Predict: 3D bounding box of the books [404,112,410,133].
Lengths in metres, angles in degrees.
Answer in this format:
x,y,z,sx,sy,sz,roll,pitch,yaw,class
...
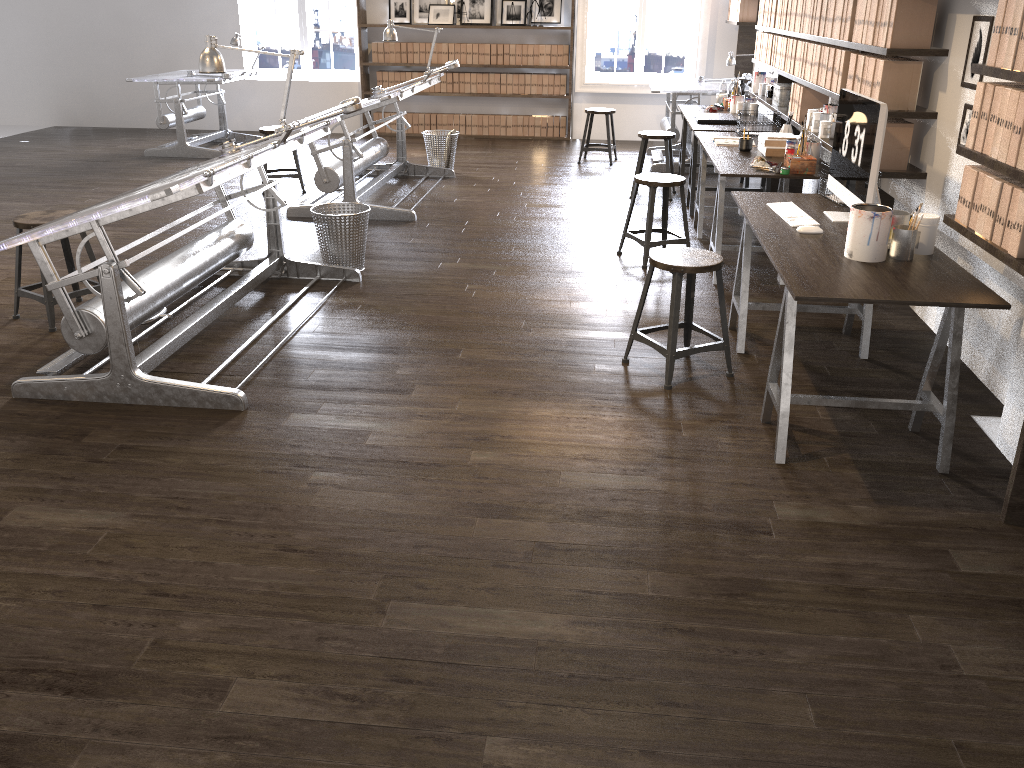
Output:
x,y,z,sx,sy,sz,roll,pitch,yaw,class
-1.279,-3.147,10.666,0.067,0.222,0.177,3,22,6,books

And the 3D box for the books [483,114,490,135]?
x,y,z,sx,sy,sz,roll,pitch,yaw,class
-0.305,-3.096,10.571,0.067,0.222,0.177,3,22,6,books

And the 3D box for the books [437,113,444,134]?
x,y,z,sx,sy,sz,roll,pitch,yaw,class
-0.851,-3.127,10.630,0.067,0.221,0.177,3,22,6,books

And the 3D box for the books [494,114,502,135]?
x,y,z,sx,sy,sz,roll,pitch,yaw,class
-0.166,-3.091,10.562,0.067,0.222,0.177,3,22,6,books

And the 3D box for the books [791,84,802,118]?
x,y,z,sx,sy,sz,roll,pitch,yaw,class
1.995,-1.914,5.996,0.174,0.222,0.068,3,22,6,books

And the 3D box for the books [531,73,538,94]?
x,y,z,sx,sy,sz,roll,pitch,yaw,class
0.264,-3.509,10.346,0.067,0.221,0.177,3,22,5,books

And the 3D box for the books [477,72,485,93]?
x,y,z,sx,sy,sz,roll,pitch,yaw,class
-0.367,-3.543,10.412,0.067,0.222,0.177,3,22,6,books

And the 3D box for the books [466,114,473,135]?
x,y,z,sx,sy,sz,roll,pitch,yaw,class
-0.506,-3.107,10.591,0.067,0.222,0.177,3,22,6,books

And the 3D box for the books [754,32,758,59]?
x,y,z,sx,sy,sz,roll,pitch,yaw,class
2.194,-2.921,7.643,0.174,0.222,0.068,3,22,6,books

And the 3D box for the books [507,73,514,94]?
x,y,z,sx,sy,sz,roll,pitch,yaw,class
-0.017,-3.524,10.374,0.067,0.222,0.177,3,22,6,books

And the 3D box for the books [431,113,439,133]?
x,y,z,sx,sy,sz,roll,pitch,yaw,class
-0.925,-3.129,10.632,0.067,0.222,0.177,3,22,5,books

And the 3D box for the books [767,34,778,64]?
x,y,z,sx,sy,sz,roll,pitch,yaw,class
2.126,-2.645,7.006,0.174,0.221,0.068,3,22,6,books

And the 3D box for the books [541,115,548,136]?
x,y,z,sx,sy,sz,roll,pitch,yaw,class
0.384,-3.062,10.509,0.067,0.222,0.177,3,22,5,books

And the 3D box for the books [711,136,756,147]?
x,y,z,sx,sy,sz,roll,pitch,yaw,class
1.465,-1.613,5.868,0.256,0.029,0.361,3,24,6,books

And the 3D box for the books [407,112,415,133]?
x,y,z,sx,sy,sz,roll,pitch,yaw,class
-1.211,-3.146,10.665,0.067,0.222,0.177,3,22,5,books

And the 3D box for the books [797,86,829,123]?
x,y,z,sx,sy,sz,roll,pitch,yaw,class
1.973,-1.828,5.798,0.174,0.222,0.068,3,22,6,books

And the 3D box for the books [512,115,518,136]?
x,y,z,sx,sy,sz,roll,pitch,yaw,class
0.039,-3.080,10.541,0.067,0.221,0.177,3,22,6,books

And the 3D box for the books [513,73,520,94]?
x,y,z,sx,sy,sz,roll,pitch,yaw,class
0.053,-3.521,10.371,0.067,0.222,0.177,3,22,5,books

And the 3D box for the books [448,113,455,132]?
x,y,z,sx,sy,sz,roll,pitch,yaw,class
-0.724,-3.118,10.611,0.067,0.222,0.177,3,22,6,books

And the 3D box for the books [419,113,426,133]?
x,y,z,sx,sy,sz,roll,pitch,yaw,class
-1.071,-3.137,10.647,0.067,0.222,0.177,3,22,6,books

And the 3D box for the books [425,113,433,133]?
x,y,z,sx,sy,sz,roll,pitch,yaw,class
-1.000,-3.135,10.645,0.067,0.222,0.177,3,22,6,books

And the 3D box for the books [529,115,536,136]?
x,y,z,sx,sy,sz,roll,pitch,yaw,class
0.243,-3.070,10.523,0.067,0.222,0.177,3,22,6,books

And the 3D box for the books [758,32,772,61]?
x,y,z,sx,sy,sz,roll,pitch,yaw,class
2.173,-2.839,7.456,0.174,0.222,0.068,3,22,6,books

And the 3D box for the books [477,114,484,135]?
x,y,z,sx,sy,sz,roll,pitch,yaw,class
-0.371,-3.101,10.581,0.067,0.221,0.177,3,22,5,books

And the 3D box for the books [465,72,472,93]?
x,y,z,sx,sy,sz,roll,pitch,yaw,class
-0.509,-3.548,10.419,0.067,0.222,0.177,3,22,5,books

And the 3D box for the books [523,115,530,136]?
x,y,z,sx,sy,sz,roll,pitch,yaw,class
0.172,-3.073,10.530,0.067,0.222,0.177,3,22,6,books

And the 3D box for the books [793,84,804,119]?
x,y,z,sx,sy,sz,roll,pitch,yaw,class
1.988,-1.885,5.930,0.174,0.222,0.068,3,22,6,books

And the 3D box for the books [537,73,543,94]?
x,y,z,sx,sy,sz,roll,pitch,yaw,class
0.327,-3.506,10.342,0.067,0.221,0.177,3,22,5,books

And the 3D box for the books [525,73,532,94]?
x,y,z,sx,sy,sz,roll,pitch,yaw,class
0.192,-3.512,10.352,0.067,0.222,0.177,3,22,6,books

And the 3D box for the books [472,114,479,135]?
x,y,z,sx,sy,sz,roll,pitch,yaw,class
-0.434,-3.104,10.586,0.067,0.221,0.177,3,22,5,books

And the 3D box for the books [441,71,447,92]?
x,y,z,sx,sy,sz,roll,pitch,yaw,class
-0.793,-3.564,10.448,0.067,0.222,0.177,3,22,5,books

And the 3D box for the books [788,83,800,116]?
x,y,z,sx,sy,sz,roll,pitch,yaw,class
1.997,-1.941,6.059,0.174,0.222,0.068,3,22,6,books

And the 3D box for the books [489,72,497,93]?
x,y,z,sx,sy,sz,roll,pitch,yaw,class
-0.223,-3.535,10.395,0.067,0.221,0.177,3,22,6,books

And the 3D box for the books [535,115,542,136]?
x,y,z,sx,sy,sz,roll,pitch,yaw,class
0.313,-3.064,10.512,0.067,0.222,0.177,3,22,5,books

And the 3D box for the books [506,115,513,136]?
x,y,z,sx,sy,sz,roll,pitch,yaw,class
-0.024,-3.082,10.546,0.067,0.221,0.177,3,22,6,books

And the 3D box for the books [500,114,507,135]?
x,y,z,sx,sy,sz,roll,pitch,yaw,class
-0.096,-3.085,10.551,0.067,0.222,0.177,3,22,5,books

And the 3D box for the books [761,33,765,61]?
x,y,z,sx,sy,sz,roll,pitch,yaw,class
2.164,-2.783,7.325,0.174,0.222,0.068,3,22,6,books

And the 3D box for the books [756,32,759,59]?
x,y,z,sx,sy,sz,roll,pitch,yaw,class
2.191,-2.894,7.581,0.174,0.221,0.068,3,22,6,books

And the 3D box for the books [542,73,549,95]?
x,y,z,sx,sy,sz,roll,pitch,yaw,class
0.393,-3.501,10.331,0.067,0.222,0.177,3,22,6,books

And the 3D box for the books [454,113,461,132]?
x,y,z,sx,sy,sz,roll,pitch,yaw,class
-0.652,-3.114,10.604,0.067,0.222,0.177,3,22,5,books

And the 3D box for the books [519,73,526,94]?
x,y,z,sx,sy,sz,roll,pitch,yaw,class
0.122,-3.517,10.362,0.067,0.222,0.177,3,22,5,books

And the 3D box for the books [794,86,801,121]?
x,y,z,sx,sy,sz,roll,pitch,yaw,class
1.976,-1.857,5.864,0.174,0.222,0.068,3,22,6,books

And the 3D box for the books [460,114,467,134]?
x,y,z,sx,sy,sz,roll,pitch,yaw,class
-0.580,-3.112,10.600,0.067,0.222,0.177,3,22,5,books

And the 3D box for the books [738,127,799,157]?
x,y,z,sx,sy,sz,roll,pitch,yaw,class
1.600,-1.495,5.462,0.385,0.145,0.300,3,23,6,books

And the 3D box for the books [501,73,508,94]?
x,y,z,sx,sy,sz,roll,pitch,yaw,class
-0.089,-3.526,10.378,0.067,0.222,0.177,3,22,6,books

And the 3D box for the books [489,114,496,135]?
x,y,z,sx,sy,sz,roll,pitch,yaw,class
-0.235,-3.095,10.570,0.067,0.222,0.177,3,22,6,books

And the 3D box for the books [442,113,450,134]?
x,y,z,sx,sy,sz,roll,pitch,yaw,class
-0.786,-3.123,10.621,0.067,0.221,0.177,3,22,5,books

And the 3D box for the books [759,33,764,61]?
x,y,z,sx,sy,sz,roll,pitch,yaw,class
2.170,-2.811,7.390,0.174,0.222,0.068,3,22,6,books

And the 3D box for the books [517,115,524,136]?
x,y,z,sx,sy,sz,roll,pitch,yaw,class
0.105,-3.074,10.531,0.067,0.222,0.177,3,22,5,books

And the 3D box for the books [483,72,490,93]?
x,y,z,sx,sy,sz,roll,pitch,yaw,class
-0.297,-3.539,10.403,0.067,0.222,0.177,3,22,6,books

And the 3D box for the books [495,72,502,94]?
x,y,z,sx,sy,sz,roll,pitch,yaw,class
-0.161,-3.530,10.385,0.067,0.222,0.177,3,22,5,books

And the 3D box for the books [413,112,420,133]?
x,y,z,sx,sy,sz,roll,pitch,yaw,class
-1.141,-3.142,10.658,0.067,0.222,0.177,3,22,5,books
